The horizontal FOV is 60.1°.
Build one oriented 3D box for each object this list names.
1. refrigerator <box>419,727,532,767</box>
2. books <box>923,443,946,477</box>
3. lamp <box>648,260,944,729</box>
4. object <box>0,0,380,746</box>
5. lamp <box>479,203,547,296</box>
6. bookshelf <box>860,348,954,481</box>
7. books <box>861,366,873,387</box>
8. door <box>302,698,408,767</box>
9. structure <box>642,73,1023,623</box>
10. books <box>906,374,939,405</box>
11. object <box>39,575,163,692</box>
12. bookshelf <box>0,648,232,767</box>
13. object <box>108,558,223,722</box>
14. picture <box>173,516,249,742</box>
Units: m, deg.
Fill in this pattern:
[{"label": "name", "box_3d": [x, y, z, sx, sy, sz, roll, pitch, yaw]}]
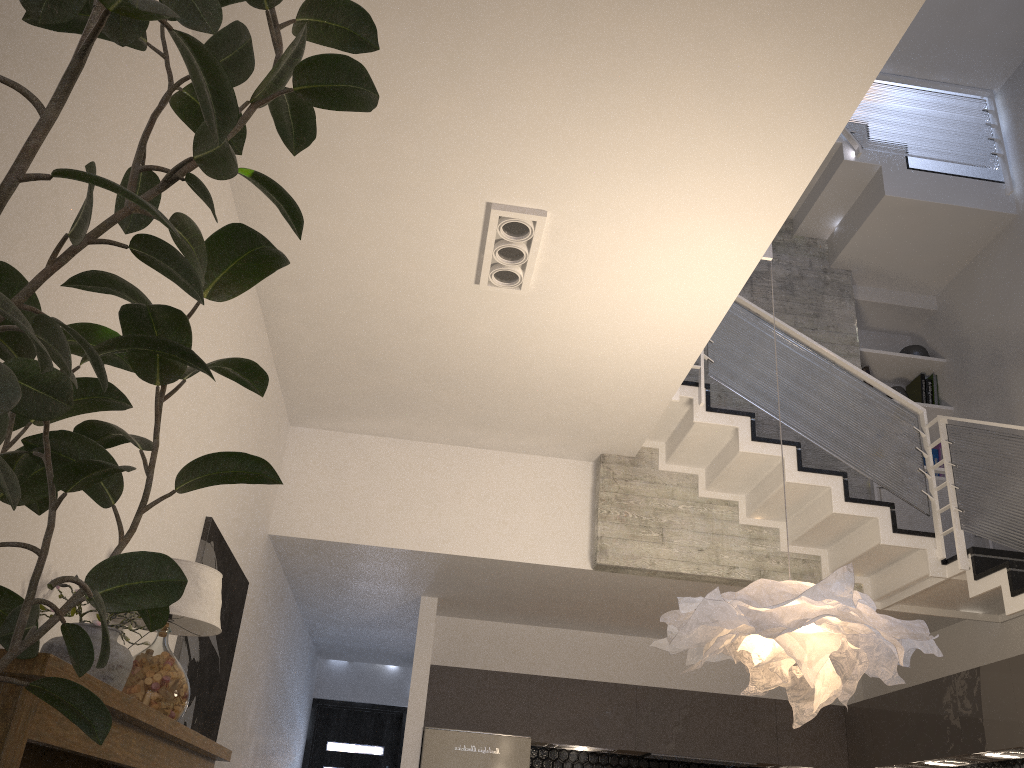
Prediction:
[{"label": "refrigerator", "box_3d": [-0.358, 3.563, 6.712, 0.829, 1.675, 0.786, 7, -26, -4]}, {"label": "books", "box_3d": [3.412, 0.702, 7.207, 0.146, 0.375, 0.278, 7, -26, -4]}, {"label": "lamp", "box_3d": [1.298, -0.971, 4.538, 1.117, 5.102, 1.085, 2, -26, 6]}, {"label": "object", "box_3d": [-0.677, -0.122, 1.287, 0.913, 3.132, 2.043, 17, -29, -24]}, {"label": "lamp", "box_3d": [-0.004, -0.650, 4.298, 0.253, 0.065, 0.658, 7, -28, -4]}, {"label": "bookshelf", "box_3d": [3.036, 0.322, 7.248, 0.973, 1.083, 0.452, 7, -26, -4]}, {"label": "books", "box_3d": [2.924, 0.077, 7.432, 0.134, 0.374, 0.278, 7, -26, -4]}, {"label": "door", "box_3d": [-1.816, 4.688, 9.703, 1.108, 2.266, 0.163, 7, -26, -4]}, {"label": "structure", "box_3d": [1.648, -0.546, 5.520, 4.236, 8.133, 8.639, 7, -27, -4]}, {"label": "books", "box_3d": [3.453, 0.136, 7.457, 0.160, 0.374, 0.271, 7, -26, -4]}, {"label": "object", "box_3d": [-1.196, 0.719, 2.516, 0.388, 0.403, 0.279, 18, -29, -24]}, {"label": "bookshelf", "box_3d": [-1.184, 1.398, 2.136, 0.451, 1.147, 1.959, 7, -27, -4]}, {"label": "object", "box_3d": [-1.241, 0.934, 3.113, 0.393, 0.570, 0.394, 23, -31, -32]}, {"label": "picture", "box_3d": [-1.628, 1.822, 4.440, 0.033, 1.985, 1.259, 7, -26, -4]}]
